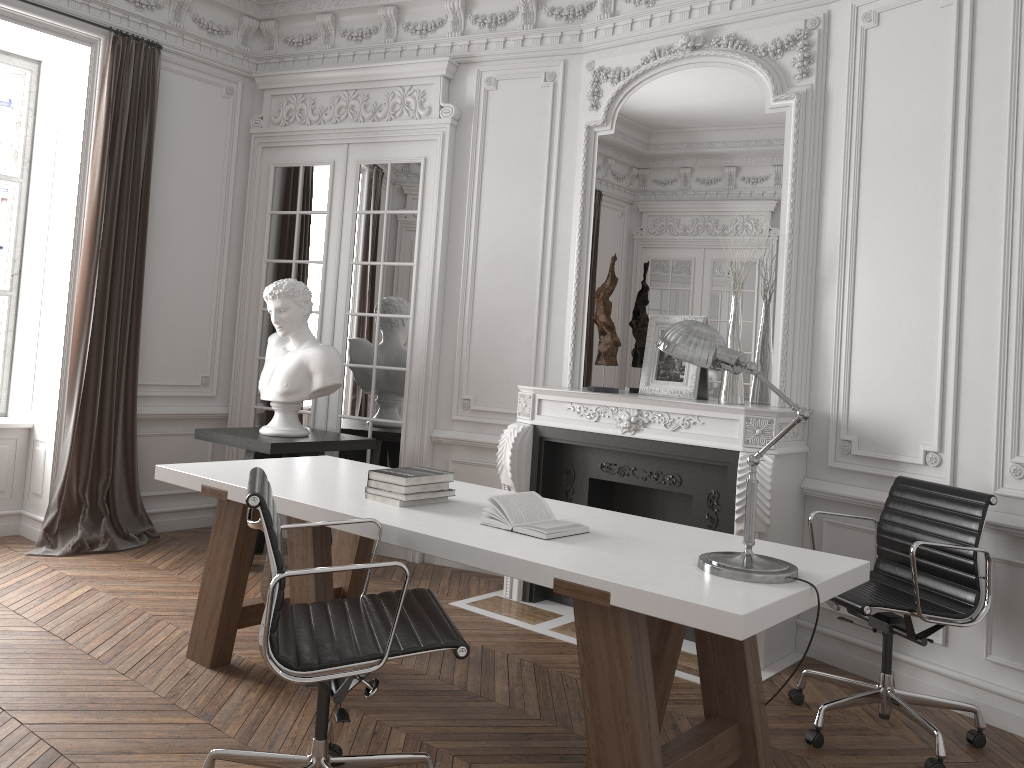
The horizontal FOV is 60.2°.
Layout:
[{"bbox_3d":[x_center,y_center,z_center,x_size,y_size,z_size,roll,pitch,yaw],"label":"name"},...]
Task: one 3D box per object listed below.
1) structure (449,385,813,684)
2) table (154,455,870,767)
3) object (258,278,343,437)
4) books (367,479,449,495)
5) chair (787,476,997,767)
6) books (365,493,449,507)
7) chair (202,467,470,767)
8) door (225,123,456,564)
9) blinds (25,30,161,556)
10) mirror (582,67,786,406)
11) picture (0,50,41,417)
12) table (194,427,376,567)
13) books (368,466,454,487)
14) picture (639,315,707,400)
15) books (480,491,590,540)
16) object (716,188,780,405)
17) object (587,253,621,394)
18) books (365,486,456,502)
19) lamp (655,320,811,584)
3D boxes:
[{"bbox_3d":[0.583,0.655,4.401,1.608,1.189,0.806,4,-1,40],"label":"structure"},{"bbox_3d":[-0.220,0.815,3.179,2.627,0.752,0.897,5,1,40],"label":"table"},{"bbox_3d":[-1.295,-0.160,5.230,0.634,0.928,0.391,3,-2,40],"label":"object"},{"bbox_3d":[-0.377,0.367,3.239,0.191,0.028,0.239,5,2,38],"label":"books"},{"bbox_3d":[1.366,0.833,3.289,0.666,0.927,0.694,4,-1,-27],"label":"chair"},{"bbox_3d":[-0.383,0.415,3.240,0.191,0.023,0.241,5,2,42],"label":"books"},{"bbox_3d":[-0.465,0.735,2.457,0.666,0.927,0.693,4,-1,-24],"label":"chair"},{"bbox_3d":[-1.175,-0.319,5.817,1.566,2.747,0.085,3,-3,24],"label":"door"},{"bbox_3d":[-2.359,-0.588,5.326,0.343,3.114,0.774,2,-3,34],"label":"blinds"},{"bbox_3d":[0.892,-0.796,4.727,1.124,1.821,0.001,3,-3,39],"label":"mirror"},{"bbox_3d":[-0.676,-1.024,2.914,13.256,4.822,13.160,5,1,32],"label":"picture"},{"bbox_3d":[-1.365,0.672,5.253,0.769,0.752,0.764,3,-1,40],"label":"table"},{"bbox_3d":[-0.368,0.338,3.246,0.191,0.032,0.258,5,2,38],"label":"books"},{"bbox_3d":[0.842,-0.147,4.650,0.340,0.437,0.095,3,-3,39],"label":"picture"},{"bbox_3d":[0.076,0.420,2.872,0.279,0.096,0.225,5,2,41],"label":"books"},{"bbox_3d":[1.143,-0.424,4.264,0.295,1.058,0.289,4,-3,-13],"label":"object"},{"bbox_3d":[0.510,-0.333,4.753,0.165,0.756,0.142,4,-3,-8],"label":"object"},{"bbox_3d":[-0.370,0.393,3.243,0.212,0.023,0.258,5,2,40],"label":"books"},{"bbox_3d":[0.613,0.167,2.535,0.489,0.702,0.267,3,-2,40],"label":"lamp"}]
